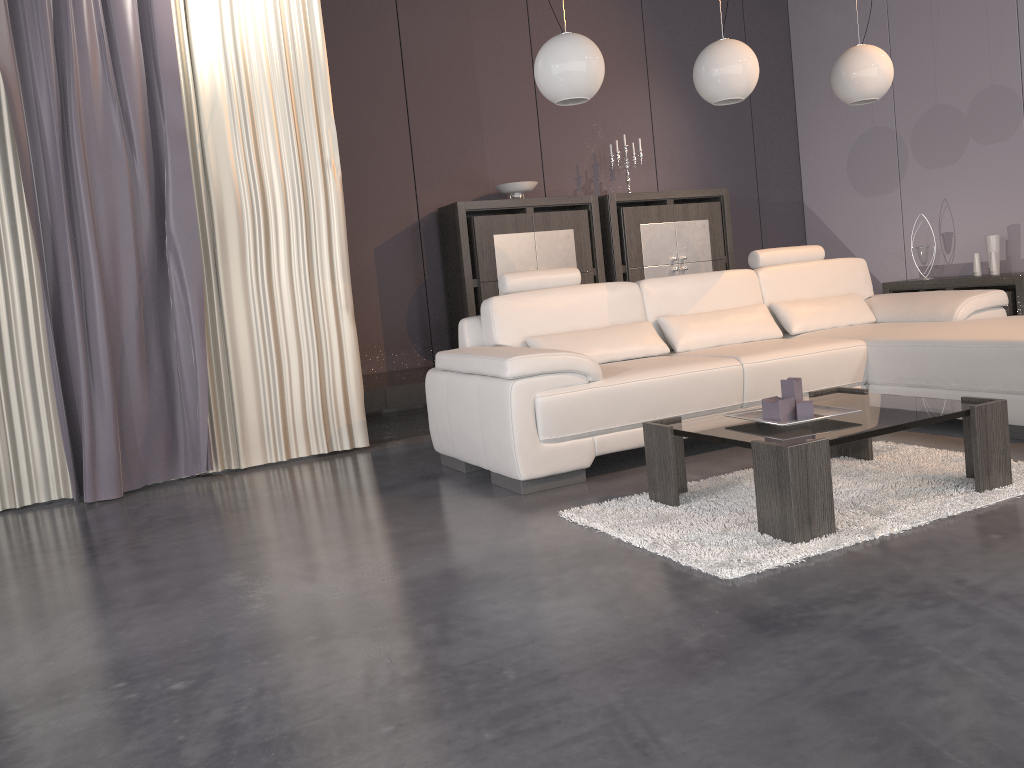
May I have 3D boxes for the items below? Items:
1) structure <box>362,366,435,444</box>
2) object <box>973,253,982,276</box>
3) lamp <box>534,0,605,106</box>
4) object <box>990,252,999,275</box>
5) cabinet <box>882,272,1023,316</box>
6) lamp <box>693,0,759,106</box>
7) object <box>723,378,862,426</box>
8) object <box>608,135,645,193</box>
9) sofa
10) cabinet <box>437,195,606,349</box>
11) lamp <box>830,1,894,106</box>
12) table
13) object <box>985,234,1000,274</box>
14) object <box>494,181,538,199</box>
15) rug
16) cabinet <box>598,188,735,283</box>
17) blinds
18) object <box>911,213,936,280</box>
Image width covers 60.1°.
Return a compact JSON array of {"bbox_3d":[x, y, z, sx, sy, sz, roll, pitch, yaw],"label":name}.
[{"bbox_3d":[-1.680,0.257,5.036,8.793,0.299,1.001,-9,7,-25],"label":"structure"},{"bbox_3d":[3.090,-0.792,5.887,0.051,0.151,0.051,-2,5,43],"label":"object"},{"bbox_3d":[0.192,-1.927,3.809,0.307,1.411,0.308,-3,4,32],"label":"lamp"},{"bbox_3d":[3.142,-0.785,5.777,0.051,0.151,0.051,-2,5,43],"label":"object"},{"bbox_3d":[3.091,-0.451,6.015,0.378,0.553,1.073,-8,6,-25],"label":"cabinet"},{"bbox_3d":[0.959,-2.042,4.174,0.308,1.411,0.307,-7,4,-22],"label":"lamp"},{"bbox_3d":[0.895,0.049,2.858,0.305,0.136,0.305,-8,6,-21],"label":"object"},{"bbox_3d":[0.847,-1.614,6.531,0.230,0.444,0.230,-6,4,-8],"label":"object"},{"bbox_3d":[1.254,-0.191,3.905,2.869,0.856,1.871,-8,6,-25],"label":"sofa"},{"bbox_3d":[0.107,-0.736,6.172,1.075,1.071,0.412,-8,4,-25],"label":"cabinet"},{"bbox_3d":[1.756,-2.163,4.558,0.308,1.411,0.307,-7,4,-22],"label":"lamp"},{"bbox_3d":[1.016,0.224,2.920,0.907,0.270,0.701,-8,6,-25],"label":"table"},{"bbox_3d":[3.188,-0.856,5.867,0.089,0.263,0.089,-4,4,26],"label":"object"},{"bbox_3d":[0.034,-1.328,6.167,0.308,0.116,0.310,-5,6,8],"label":"object"},{"bbox_3d":[1.013,0.363,2.931,1.530,0.023,0.917,-9,7,-25],"label":"rug"},{"bbox_3d":[1.152,-0.894,6.670,1.075,1.071,0.412,-8,4,-25],"label":"cabinet"},{"bbox_3d":[-1.892,-0.980,4.092,3.296,2.988,0.249,-8,4,-25],"label":"blinds"},{"bbox_3d":[2.907,-0.973,6.260,0.108,0.464,0.123,-7,4,-24],"label":"object"}]
